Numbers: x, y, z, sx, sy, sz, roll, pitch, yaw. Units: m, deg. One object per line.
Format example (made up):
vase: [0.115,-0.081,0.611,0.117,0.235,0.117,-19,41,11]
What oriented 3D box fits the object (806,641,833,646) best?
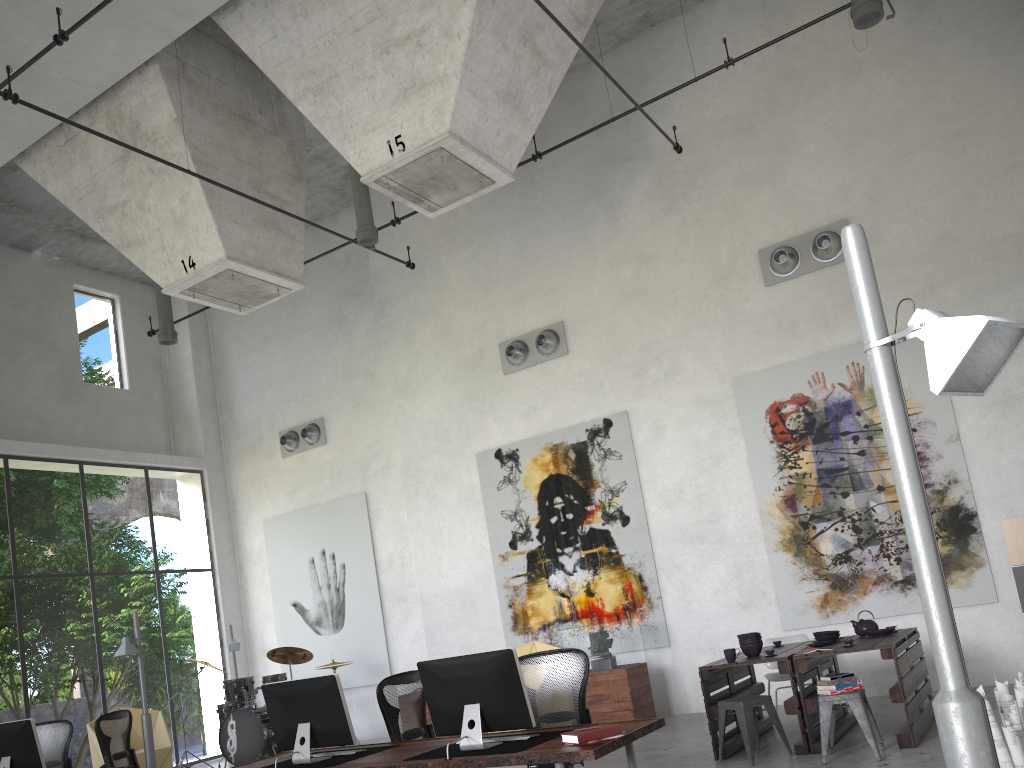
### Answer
object: [2.696,2.281,7.696,0.237,0.019,0.237,-16,-17,24]

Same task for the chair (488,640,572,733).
chair: [0.165,3.830,10.982,0.994,1.146,0.942,-15,-12,28]

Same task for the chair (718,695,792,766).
chair: [1.966,2.847,7.263,0.418,0.479,0.449,-4,-12,-25]

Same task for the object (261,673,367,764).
object: [-1.328,2.262,5.962,0.726,0.542,0.379,-17,-13,31]

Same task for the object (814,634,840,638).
object: [2.846,2.283,7.925,0.231,0.061,0.232,-16,-16,24]

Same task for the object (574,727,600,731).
object: [0.414,1.882,4.795,0.149,0.011,0.011,-9,-12,-1]

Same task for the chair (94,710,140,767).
chair: [-4.308,4.052,9.189,0.791,1.161,0.790,-8,-10,-6]

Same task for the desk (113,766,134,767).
desk: [-4.813,4.057,8.048,3.179,0.710,0.982,-18,-15,30]

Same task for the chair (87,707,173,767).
chair: [-5.114,4.931,11.846,0.978,1.145,0.957,0,-14,-40]

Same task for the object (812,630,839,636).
object: [2.836,2.261,7.933,0.232,0.057,0.231,-18,-17,29]

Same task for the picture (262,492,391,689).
picture: [-3.087,3.496,14.402,2.374,2.960,0.020,-16,-10,30]

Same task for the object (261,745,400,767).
object: [-1.280,2.534,5.926,0.863,0.008,0.694,-18,-18,30]

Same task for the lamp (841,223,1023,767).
lamp: [0.928,0.679,1.818,0.577,2.110,0.610,-4,-10,-35]

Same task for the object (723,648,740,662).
object: [1.886,2.324,7.526,0.131,0.107,0.102,-14,-12,21]

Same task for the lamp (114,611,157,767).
lamp: [-3.684,3.360,8.840,0.588,2.110,0.599,-14,-10,29]

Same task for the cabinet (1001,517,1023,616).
cabinet: [6.333,1.677,7.691,3.367,1.600,0.514,-17,-11,30]

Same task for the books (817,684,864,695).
books: [2.519,2.345,6.751,0.283,0.034,0.203,-6,-15,-13]

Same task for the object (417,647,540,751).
object: [-0.178,1.885,5.275,0.726,0.542,0.379,-17,-13,31]

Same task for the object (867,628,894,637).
object: [3.237,2.181,7.703,0.230,0.046,0.234,-11,-15,7]

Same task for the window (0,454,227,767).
window: [-6.216,3.524,13.125,0.020,4.790,4.601,-14,-12,29]

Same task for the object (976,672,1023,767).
object: [2.065,1.541,3.357,0.319,0.919,0.349,-2,-12,-42]

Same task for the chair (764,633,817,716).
chair: [2.920,3.035,9.097,0.699,0.802,0.785,-12,-12,14]

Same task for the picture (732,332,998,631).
picture: [3.815,1.093,9.768,2.253,2.960,0.020,-16,-10,30]

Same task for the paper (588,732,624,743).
paper: [0.456,1.943,4.832,0.290,0.001,0.215,5,-20,-41]

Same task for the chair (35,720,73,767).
chair: [-4.973,4.196,9.316,0.767,1.161,0.814,-6,-11,-21]

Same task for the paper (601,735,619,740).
paper: [0.450,1.943,4.825,0.292,0.001,0.214,-13,-16,12]

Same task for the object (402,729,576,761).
object: [-0.129,2.157,5.239,0.863,0.008,0.694,-18,-18,30]

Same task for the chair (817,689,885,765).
chair: [2.559,2.595,6.698,0.425,0.479,0.442,-14,-12,24]

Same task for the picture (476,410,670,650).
picture: [0.718,2.109,11.619,2.392,2.960,0.020,-16,-10,30]

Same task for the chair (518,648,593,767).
chair: [0.300,2.388,5.878,0.770,1.161,0.811,-9,-10,-1]

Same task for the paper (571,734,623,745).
paper: [0.450,1.944,4.825,0.289,0.001,0.216,-7,-15,-8]

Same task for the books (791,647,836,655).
books: [2.484,2.191,7.247,0.304,0.029,0.229,-9,-15,-2]

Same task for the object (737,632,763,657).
object: [2.118,2.306,7.781,0.196,0.210,0.215,-16,-13,30]

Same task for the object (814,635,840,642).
object: [2.847,2.298,7.924,0.228,0.046,0.236,-7,-15,-10]

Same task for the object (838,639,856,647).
object: [2.737,2.114,7.167,0.138,0.055,0.119,-11,-14,5]

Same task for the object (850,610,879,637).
object: [3.205,2.175,7.979,0.221,0.228,0.214,-15,-13,27]

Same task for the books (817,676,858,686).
books: [2.503,2.283,6.761,0.253,0.031,0.180,-7,-15,-9]

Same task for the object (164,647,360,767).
object: [-3.588,4.688,12.961,2.991,1.709,1.914,-13,-12,14]

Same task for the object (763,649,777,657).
object: [2.192,2.282,7.456,0.117,0.055,0.140,-13,-15,15]

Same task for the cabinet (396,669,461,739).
cabinet: [-0.968,4.268,11.652,0.746,0.993,0.749,-15,-12,29]

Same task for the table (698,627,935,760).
table: [2.714,2.705,7.732,1.626,0.779,1.520,-17,-16,29]

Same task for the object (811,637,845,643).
object: [2.852,2.318,7.923,0.296,0.023,0.302,-11,-15,7]

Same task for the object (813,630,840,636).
object: [2.845,2.272,7.931,0.232,0.061,0.231,-16,-16,24]

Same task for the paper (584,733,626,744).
paper: [0.450,1.945,4.825,0.289,0.001,0.216,-1,-17,-27]

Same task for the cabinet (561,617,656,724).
cabinet: [1.130,3.415,10.237,0.755,1.230,0.598,-15,-11,29]

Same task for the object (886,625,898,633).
object: [3.399,2.196,7.860,0.116,0.055,0.141,-7,-14,-9]

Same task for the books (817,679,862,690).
books: [2.513,2.313,6.755,0.283,0.033,0.203,-1,-17,-28]

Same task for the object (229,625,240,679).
object: [-4.446,4.975,14.248,0.576,2.110,0.611,-6,-9,-25]

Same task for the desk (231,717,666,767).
desk: [-0.608,2.671,5.507,3.179,0.710,0.982,-18,-15,30]

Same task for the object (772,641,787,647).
object: [2.545,2.484,8.399,0.138,0.055,0.119,4,-19,-43]

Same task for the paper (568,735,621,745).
paper: [0.450,1.944,4.825,0.290,0.001,0.215,-10,-15,2]

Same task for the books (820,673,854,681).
books: [2.503,2.254,6.765,0.203,0.024,0.148,-6,-15,-13]

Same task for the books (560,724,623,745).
books: [0.430,1.910,4.796,0.284,0.051,0.208,-1,-17,-27]

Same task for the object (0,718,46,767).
object: [-4.378,3.262,7.785,0.722,0.542,0.381,-14,-11,21]

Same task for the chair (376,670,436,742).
chair: [-0.929,2.801,6.647,0.797,1.161,0.783,-12,-10,13]
